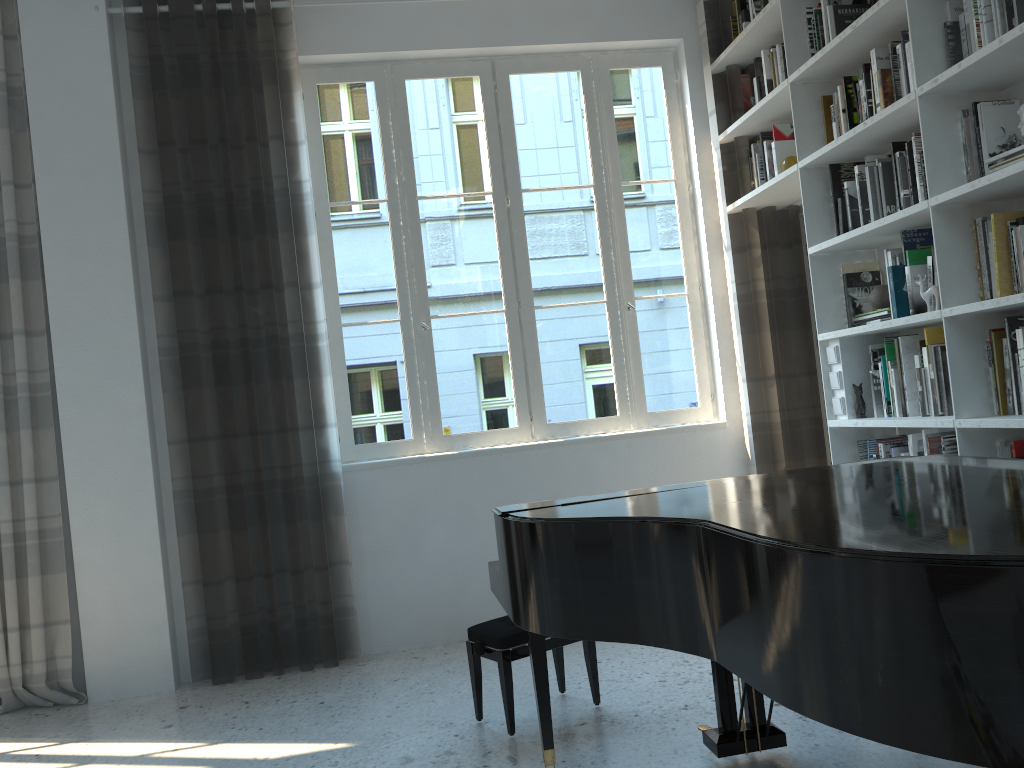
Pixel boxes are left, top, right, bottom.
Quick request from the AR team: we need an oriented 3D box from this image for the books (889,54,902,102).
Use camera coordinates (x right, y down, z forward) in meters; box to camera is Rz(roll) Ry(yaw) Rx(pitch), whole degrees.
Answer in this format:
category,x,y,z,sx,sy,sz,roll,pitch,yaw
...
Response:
category,x,y,z,sx,sy,sz,roll,pitch,yaw
books,1.485,-1.101,3.267,0.171,0.232,0.013,-6,-1,-9

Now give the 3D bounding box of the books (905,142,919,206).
category,x,y,z,sx,sy,sz,roll,pitch,yaw
books,1.529,-0.756,3.258,0.145,0.272,0.012,-6,-1,-9

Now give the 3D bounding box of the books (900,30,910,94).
category,x,y,z,sx,sy,sz,roll,pitch,yaw
books,1.495,-1.129,3.178,0.188,0.281,0.012,-6,-1,-9

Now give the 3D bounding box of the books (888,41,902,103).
category,x,y,z,sx,sy,sz,roll,pitch,yaw
books,1.490,-1.128,3.288,0.161,0.286,0.025,-6,-1,-9

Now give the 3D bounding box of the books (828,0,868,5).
category,x,y,z,sx,sy,sz,roll,pitch,yaw
books,1.388,-1.460,3.631,0.166,0.254,0.012,-6,-1,-9

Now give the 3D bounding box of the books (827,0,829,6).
category,x,y,z,sx,sy,sz,roll,pitch,yaw
books,1.388,-1.457,3.642,0.168,0.250,0.011,-6,-1,-9

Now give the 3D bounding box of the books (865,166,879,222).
category,x,y,z,sx,sy,sz,roll,pitch,yaw
books,1.486,-0.733,3.466,0.189,0.247,0.021,-6,-1,-9

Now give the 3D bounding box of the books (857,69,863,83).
category,x,y,z,sx,sy,sz,roll,pitch,yaw
books,1.456,-1.113,3.517,0.150,0.277,0.012,-6,-1,-9

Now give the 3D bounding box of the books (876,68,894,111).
category,x,y,z,sx,sy,sz,roll,pitch,yaw
books,1.464,-1.079,3.310,0.192,0.195,0.029,-6,-1,-9

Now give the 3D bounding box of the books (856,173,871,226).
category,x,y,z,sx,sy,sz,roll,pitch,yaw
books,1.478,-0.728,3.556,0.176,0.246,0.011,-6,-1,-9

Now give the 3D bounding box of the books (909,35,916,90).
category,x,y,z,sx,sy,sz,roll,pitch,yaw
books,1.498,-1.122,3.130,0.174,0.263,0.022,-6,-1,-9

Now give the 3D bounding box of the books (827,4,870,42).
category,x,y,z,sx,sy,sz,roll,pitch,yaw
books,1.384,-1.440,3.617,0.185,0.214,0.012,-6,-1,-9

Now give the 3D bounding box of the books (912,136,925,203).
category,x,y,z,sx,sy,sz,roll,pitch,yaw
books,1.530,-0.759,3.195,0.157,0.275,0.015,-6,-1,-9

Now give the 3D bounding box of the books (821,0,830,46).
category,x,y,z,sx,sy,sz,roll,pitch,yaw
books,1.376,-1.460,3.658,0.183,0.258,0.023,-6,-1,-9

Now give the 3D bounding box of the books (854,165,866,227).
category,x,y,z,sx,sy,sz,roll,pitch,yaw
books,1.482,-0.746,3.575,0.174,0.281,0.023,-6,-1,-9

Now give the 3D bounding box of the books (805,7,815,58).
category,x,y,z,sx,sy,sz,roll,pitch,yaw
books,1.356,-1.471,3.799,0.184,0.292,0.005,-6,-1,-9

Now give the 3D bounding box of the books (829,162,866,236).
category,x,y,z,sx,sy,sz,roll,pitch,yaw
books,1.437,-0.763,3.723,0.184,0.333,0.012,-6,-1,-9

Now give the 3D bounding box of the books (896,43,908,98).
category,x,y,z,sx,sy,sz,roll,pitch,yaw
books,1.500,-1.117,3.249,0.157,0.260,0.029,-6,-1,-9

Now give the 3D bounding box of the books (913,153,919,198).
category,x,y,z,sx,sy,sz,roll,pitch,yaw
books,1.544,-0.747,3.238,0.139,0.251,0.011,-6,-1,-9

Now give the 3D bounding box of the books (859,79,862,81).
category,x,y,z,sx,sy,sz,roll,pitch,yaw
books,1.457,-1.090,3.490,0.170,0.229,0.011,-6,-1,-9

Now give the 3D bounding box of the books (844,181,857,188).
category,x,y,z,sx,sy,sz,roll,pitch,yaw
books,1.462,-0.719,3.644,0.177,0.235,0.022,-6,-1,-9

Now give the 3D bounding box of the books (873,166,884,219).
category,x,y,z,sx,sy,sz,roll,pitch,yaw
books,1.493,-0.729,3.433,0.166,0.237,0.024,-6,-1,-9

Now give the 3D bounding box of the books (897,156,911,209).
category,x,y,z,sx,sy,sz,roll,pitch,yaw
books,1.521,-0.732,3.282,0.177,0.229,0.013,-6,-1,-9

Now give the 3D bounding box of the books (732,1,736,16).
category,x,y,z,sx,sy,sz,roll,pitch,yaw
books,1.216,-1.811,4.545,0.180,0.307,0.012,-6,-1,-9

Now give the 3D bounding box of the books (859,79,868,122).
category,x,y,z,sx,sy,sz,roll,pitch,yaw
books,1.454,-1.084,3.468,0.173,0.217,0.031,-6,-1,-9

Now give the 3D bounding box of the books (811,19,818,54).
category,x,y,z,sx,sy,sz,roll,pitch,yaw
books,1.360,-1.434,3.739,0.186,0.214,0.004,-6,-1,-9

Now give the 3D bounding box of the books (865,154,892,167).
category,x,y,z,sx,sy,sz,roll,pitch,yaw
books,1.489,-0.755,3.483,0.183,0.293,0.011,-6,-1,-9

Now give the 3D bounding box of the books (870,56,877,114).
category,x,y,z,sx,sy,sz,roll,pitch,yaw
books,1.460,-1.115,3.367,0.187,0.271,0.023,-6,-1,-9

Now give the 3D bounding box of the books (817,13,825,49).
category,x,y,z,sx,sy,sz,roll,pitch,yaw
books,1.373,-1.439,3.695,0.186,0.218,0.018,-6,-1,-9

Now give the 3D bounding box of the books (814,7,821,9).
category,x,y,z,sx,sy,sz,roll,pitch,yaw
books,1.372,-1.458,3.735,0.184,0.260,0.009,-6,-1,-9

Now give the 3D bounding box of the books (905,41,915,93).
category,x,y,z,sx,sy,sz,roll,pitch,yaw
books,1.497,-1.105,3.156,0.172,0.230,0.030,-6,-1,-9

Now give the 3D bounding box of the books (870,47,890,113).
category,x,y,z,sx,sy,sz,roll,pitch,yaw
books,1.459,-1.123,3.340,0.185,0.285,0.030,-6,-1,-9

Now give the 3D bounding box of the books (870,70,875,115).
category,x,y,z,sx,sy,sz,roll,pitch,yaw
books,1.470,-1.098,3.418,0.162,0.238,0.047,-6,-1,-9

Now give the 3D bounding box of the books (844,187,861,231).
category,x,y,z,sx,sy,sz,roll,pitch,yaw
books,1.458,-0.703,3.617,0.188,0.203,0.028,-6,-1,-9

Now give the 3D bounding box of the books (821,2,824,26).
category,x,y,z,sx,sy,sz,roll,pitch,yaw
books,1.382,-1.472,3.673,0.190,0.281,0.005,-6,-1,-9

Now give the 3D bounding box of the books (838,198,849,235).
category,x,y,z,sx,sy,sz,roll,pitch,yaw
books,1.455,-0.690,3.698,0.189,0.182,0.037,-6,-1,-9

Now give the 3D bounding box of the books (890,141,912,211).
category,x,y,z,sx,sy,sz,roll,pitch,yaw
books,1.512,-0.765,3.337,0.151,0.300,0.013,-6,-1,-9

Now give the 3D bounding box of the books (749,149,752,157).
category,x,y,z,sx,sy,sz,roll,pitch,yaw
books,1.283,-1.064,4.514,0.188,0.272,0.011,-6,-1,-9

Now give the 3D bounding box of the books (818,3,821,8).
category,x,y,z,sx,sy,sz,roll,pitch,yaw
books,1.379,-1.473,3.757,0.144,0.289,0.006,-6,-1,-9

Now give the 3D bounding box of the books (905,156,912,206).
category,x,y,z,sx,sy,sz,roll,pitch,yaw
books,1.534,-0.733,3.271,0.151,0.227,0.013,-6,-1,-9

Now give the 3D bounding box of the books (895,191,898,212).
category,x,y,z,sx,sy,sz,roll,pitch,yaw
books,1.528,-0.744,3.369,0.141,0.256,0.048,-6,-1,-9

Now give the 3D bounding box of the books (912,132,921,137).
category,x,y,z,sx,sy,sz,roll,pitch,yaw
books,1.544,-0.774,3.250,0.129,0.304,0.011,-6,-1,-9

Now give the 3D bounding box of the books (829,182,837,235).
category,x,y,z,sx,sy,sz,roll,pitch,yaw
books,1.440,-0.729,3.742,0.176,0.266,0.027,-6,-1,-9

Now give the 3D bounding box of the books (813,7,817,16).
category,x,y,z,sx,sy,sz,roll,pitch,yaw
books,1.369,-1.469,3.787,0.148,0.287,0.006,-6,-1,-9

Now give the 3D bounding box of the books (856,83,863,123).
category,x,y,z,sx,sy,sz,roll,pitch,yaw
books,1.449,-1.083,3.502,0.164,0.218,0.014,-6,-1,-9

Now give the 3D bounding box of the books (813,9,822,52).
category,x,y,z,sx,sy,sz,roll,pitch,yaw
books,1.363,-1.451,3.716,0.189,0.246,0.004,-6,-1,-9

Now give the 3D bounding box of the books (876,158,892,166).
category,x,y,z,sx,sy,sz,roll,pitch,yaw
books,1.505,-0.747,3.453,0.157,0.271,0.011,-6,-1,-9

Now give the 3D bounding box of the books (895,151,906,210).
category,x,y,z,sx,sy,sz,roll,pitch,yaw
books,1.527,-0.746,3.322,0.156,0.256,0.021,-6,-1,-9

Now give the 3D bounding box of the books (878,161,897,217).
category,x,y,z,sx,sy,sz,roll,pitch,yaw
books,1.506,-0.734,3.401,0.184,0.242,0.023,-6,-1,-9

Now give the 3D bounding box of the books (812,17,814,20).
category,x,y,z,sx,sy,sz,roll,pitch,yaw
books,1.368,-1.442,3.747,0.184,0.228,0.009,-6,-1,-9

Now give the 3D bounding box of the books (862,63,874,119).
category,x,y,z,sx,sy,sz,roll,pitch,yaw
books,1.460,-1.113,3.447,0.180,0.272,0.014,-6,-1,-9
